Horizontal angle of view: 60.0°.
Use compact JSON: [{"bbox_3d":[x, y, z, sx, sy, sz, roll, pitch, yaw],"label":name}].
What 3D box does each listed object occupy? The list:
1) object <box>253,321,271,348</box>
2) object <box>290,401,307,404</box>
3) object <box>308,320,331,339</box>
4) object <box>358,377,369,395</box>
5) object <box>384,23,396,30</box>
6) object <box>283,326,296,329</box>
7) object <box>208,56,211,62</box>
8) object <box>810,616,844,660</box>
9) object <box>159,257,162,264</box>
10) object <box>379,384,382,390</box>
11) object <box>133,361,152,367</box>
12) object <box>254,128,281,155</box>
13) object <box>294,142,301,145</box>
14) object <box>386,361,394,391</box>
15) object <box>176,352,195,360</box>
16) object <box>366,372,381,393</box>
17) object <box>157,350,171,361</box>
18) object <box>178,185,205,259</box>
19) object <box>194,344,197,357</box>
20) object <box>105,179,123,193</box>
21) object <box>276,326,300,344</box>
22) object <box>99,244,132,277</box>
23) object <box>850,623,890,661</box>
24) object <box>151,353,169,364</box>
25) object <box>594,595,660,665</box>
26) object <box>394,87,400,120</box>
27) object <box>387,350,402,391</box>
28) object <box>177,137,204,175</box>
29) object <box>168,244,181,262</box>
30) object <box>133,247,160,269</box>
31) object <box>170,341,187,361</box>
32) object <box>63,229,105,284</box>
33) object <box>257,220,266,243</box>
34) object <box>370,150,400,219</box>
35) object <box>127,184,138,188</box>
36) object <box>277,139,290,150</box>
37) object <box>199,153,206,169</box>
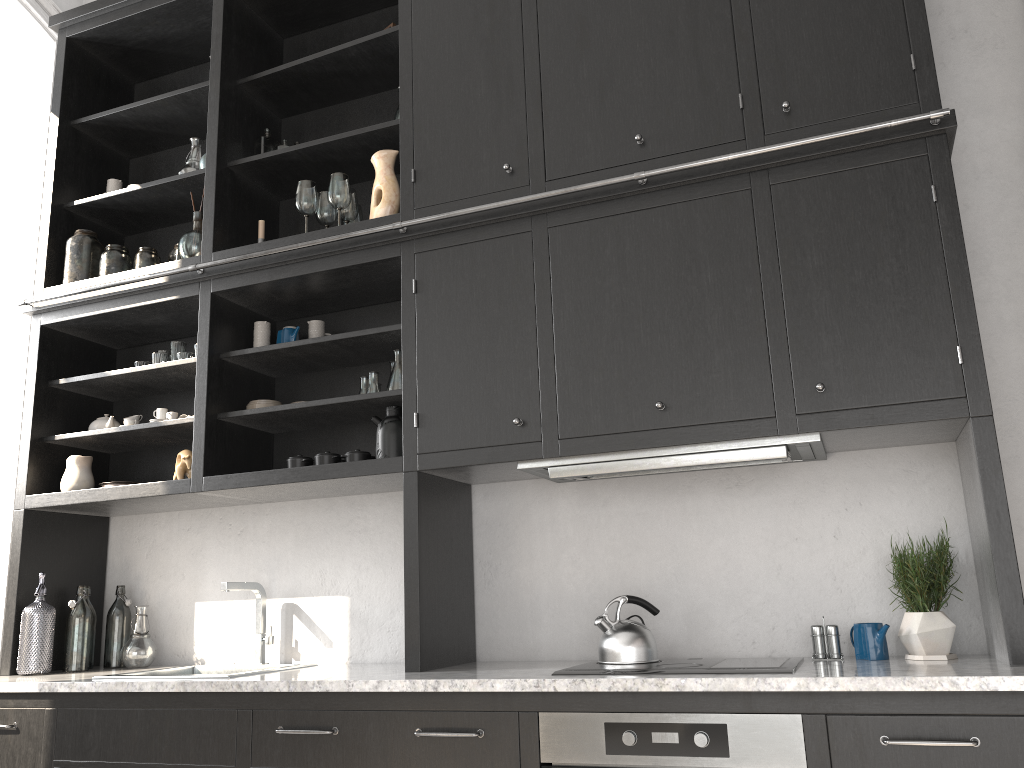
[{"bbox_3d":[-0.911,-0.152,3.235,0.059,0.135,0.082,0,-14,-11],"label":"object"},{"bbox_3d":[-0.746,0.092,3.206,0.112,0.035,0.113,5,-15,-26],"label":"object"},{"bbox_3d":[-0.704,-0.160,3.238,0.082,0.135,0.059,-3,-13,4],"label":"object"},{"bbox_3d":[-0.502,0.025,3.028,0.058,0.094,0.058,5,-15,-29],"label":"object"},{"bbox_3d":[-0.485,-1.265,3.349,0.056,0.121,0.167,10,-18,-43],"label":"object"},{"bbox_3d":[-0.831,-0.142,3.292,0.082,0.135,0.059,9,-18,-40],"label":"object"},{"bbox_3d":[-1.211,-1.225,3.630,0.070,0.231,0.067,-6,-14,17],"label":"object"},{"bbox_3d":[0.861,0.696,2.435,0.080,0.116,0.040,-9,-15,25],"label":"object"},{"bbox_3d":[-1.467,-0.428,3.601,0.092,0.184,0.092,1,-14,-13],"label":"object"},{"bbox_3d":[-0.478,0.048,3.125,0.058,0.094,0.059,-2,-13,-2],"label":"object"},{"bbox_3d":[-1.402,-0.055,3.371,0.072,0.047,0.072,6,-16,-30],"label":"object"},{"bbox_3d":[-0.942,-0.894,3.412,0.065,0.199,0.084,-14,-18,41],"label":"object"},{"bbox_3d":[-0.845,-0.868,3.489,0.084,0.176,0.065,-14,-18,41],"label":"object"},{"bbox_3d":[-0.407,0.001,3.079,0.083,0.157,0.084,-10,-16,31],"label":"object"},{"bbox_3d":[-1.204,-0.086,3.276,0.072,0.047,0.072,6,-16,-30],"label":"object"},{"bbox_3d":[-0.463,0.009,2.968,0.058,0.094,0.058,5,-15,-29],"label":"object"},{"bbox_3d":[-1.347,-0.073,3.434,0.060,0.107,0.061,0,-14,-11],"label":"object"},{"bbox_3d":[-1.167,-0.608,3.300,0.134,0.357,0.135,4,-15,-23],"label":"object"},{"bbox_3d":[-1.134,-0.107,3.248,0.064,0.069,0.064,-5,-14,13],"label":"object"},{"bbox_3d":[-1.652,-0.771,3.673,0.059,0.135,0.082,9,-18,-40],"label":"object"},{"bbox_3d":[-0.804,-0.147,3.185,0.082,0.093,0.140,1,-14,-14],"label":"object"},{"bbox_3d":[-1.541,-0.454,3.447,0.114,0.155,0.114,-8,-15,24],"label":"object"},{"bbox_3d":[0.959,0.688,2.372,0.082,0.093,0.140,-5,-14,11],"label":"object"},{"bbox_3d":[-1.327,-0.077,3.339,0.064,0.069,0.064,3,-14,-21],"label":"object"},{"bbox_3d":[0.326,0.696,2.527,0.171,0.185,0.171,-10,-16,31],"label":"object"},{"bbox_3d":[-0.388,-0.976,3.281,0.110,0.254,0.100,1,-14,-14],"label":"object"},{"bbox_3d":[-0.375,-0.033,2.945,0.083,0.157,0.084,-3,-13,5],"label":"object"},{"bbox_3d":[-1.257,-0.866,3.522,0.132,0.219,0.132,-1,-13,-5],"label":"object"},{"bbox_3d":[-1.310,-0.459,3.521,0.092,0.184,0.092,-12,-16,34],"label":"object"},{"bbox_3d":[-1.426,-0.452,3.460,0.096,0.149,0.097,-4,-14,9],"label":"object"},{"bbox_3d":[-1.255,-0.102,3.330,0.060,0.107,0.061,9,-18,-40],"label":"object"},{"bbox_3d":[-1.682,-0.480,3.488,0.118,0.237,0.119,-4,-13,6],"label":"object"},{"bbox_3d":[-0.919,-0.529,3.251,0.123,0.161,0.123,-10,-15,29],"label":"object"},{"bbox_3d":[-0.431,-0.658,3.022,0.094,0.266,0.116,5,-15,-26],"label":"object"},{"bbox_3d":[-1.543,-0.760,3.653,0.096,0.095,0.096,7,-16,-34],"label":"object"},{"bbox_3d":[-0.862,-0.871,3.362,0.053,0.124,0.041,1,-14,-12],"label":"object"},{"bbox_3d":[-1.152,-0.948,3.462,0.119,0.340,0.123,-13,-17,38],"label":"object"}]
